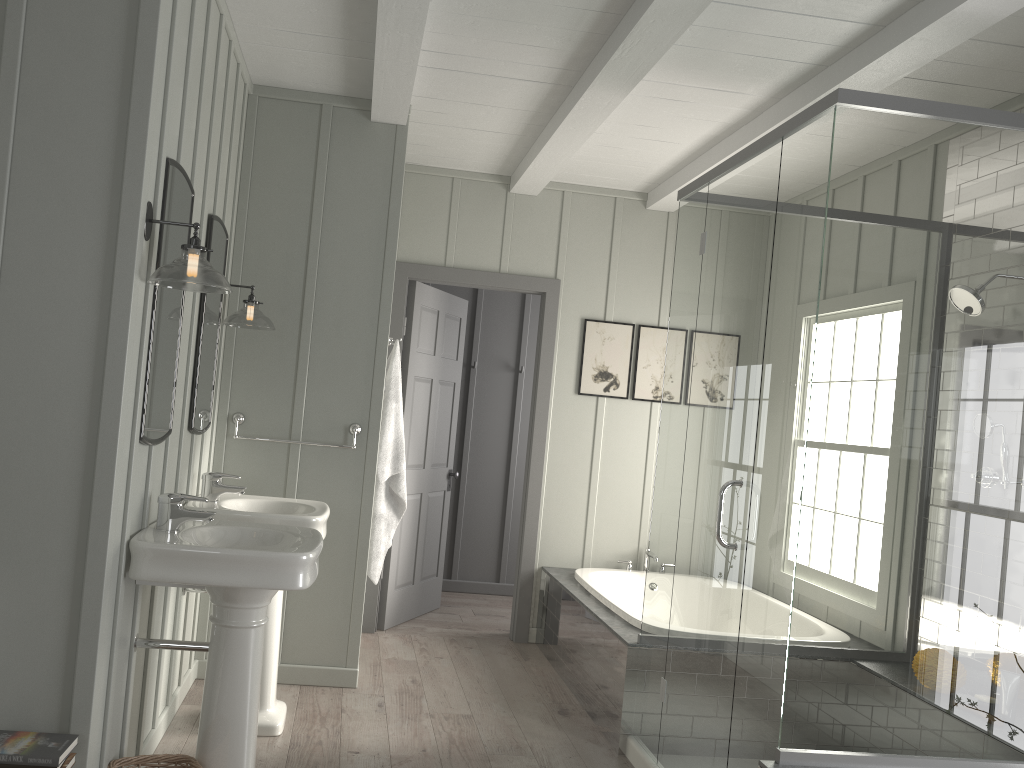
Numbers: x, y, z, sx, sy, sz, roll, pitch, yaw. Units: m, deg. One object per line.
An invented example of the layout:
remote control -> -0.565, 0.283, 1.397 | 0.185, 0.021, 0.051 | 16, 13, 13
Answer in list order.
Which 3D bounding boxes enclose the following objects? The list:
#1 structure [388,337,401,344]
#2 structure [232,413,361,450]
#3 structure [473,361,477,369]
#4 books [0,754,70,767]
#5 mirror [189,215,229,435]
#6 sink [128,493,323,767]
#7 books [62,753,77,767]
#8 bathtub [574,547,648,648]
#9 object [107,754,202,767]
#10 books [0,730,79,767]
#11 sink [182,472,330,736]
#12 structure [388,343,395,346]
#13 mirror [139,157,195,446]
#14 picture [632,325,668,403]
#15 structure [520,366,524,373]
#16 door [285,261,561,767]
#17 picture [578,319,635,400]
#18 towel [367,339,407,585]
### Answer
structure -> -0.589, -0.216, 4.385 | 0.079, 0.056, 0.057 | 6, -1, -8
structure -> -1.010, 0.222, 4.139 | 0.598, 0.123, 0.055 | 6, -1, -6
structure -> -0.283, -0.140, 6.599 | 0.019, 0.051, 0.137 | 5, -2, -10
books -> -1.240, 0.944, 2.234 | 0.205, 0.024, 0.151 | 6, -2, -11
mirror -> -1.229, -0.233, 3.602 | 0.015, 0.884, 0.428 | 5, -1, -10
sink -> -0.923, 0.869, 2.820 | 0.562, 1.013, 0.574 | 5, -1, -8
books -> -1.231, 0.970, 2.235 | 0.205, 0.024, 0.151 | 6, -2, -8
bathtub -> 0.934, 1.218, 4.598 | 1.040, 0.490, 1.574 | 6, -2, -9
object -> -1.014, 1.250, 2.514 | 0.284, 0.220, 0.477 | 6, -2, -27
books -> -1.226, 0.921, 2.235 | 0.206, 0.024, 0.151 | 6, -2, -6
sink -> -1.067, 0.882, 3.626 | 0.562, 1.013, 0.574 | 5, -1, -8
structure -> -0.634, -0.212, 4.636 | 0.079, 0.056, 0.057 | 6, -1, -8
mirror -> -1.084, -0.246, 2.791 | 0.015, 0.884, 0.428 | 5, -1, -10
picture -> 0.906, -0.117, 5.400 | 0.311, 0.461, 0.012 | 5, -1, -6
structure -> 0.068, -0.105, 6.645 | 0.019, 0.051, 0.137 | 5, -2, -10
door -> -0.070, 0.334, 2.144 | 4.225, 2.195, 7.847 | 6, -2, -9
picture -> 0.574, -0.150, 5.364 | 0.311, 0.461, 0.012 | 5, -1, -6
towel -> -0.588, 0.384, 4.392 | 0.161, 1.204, 0.320 | 5, -1, -4
